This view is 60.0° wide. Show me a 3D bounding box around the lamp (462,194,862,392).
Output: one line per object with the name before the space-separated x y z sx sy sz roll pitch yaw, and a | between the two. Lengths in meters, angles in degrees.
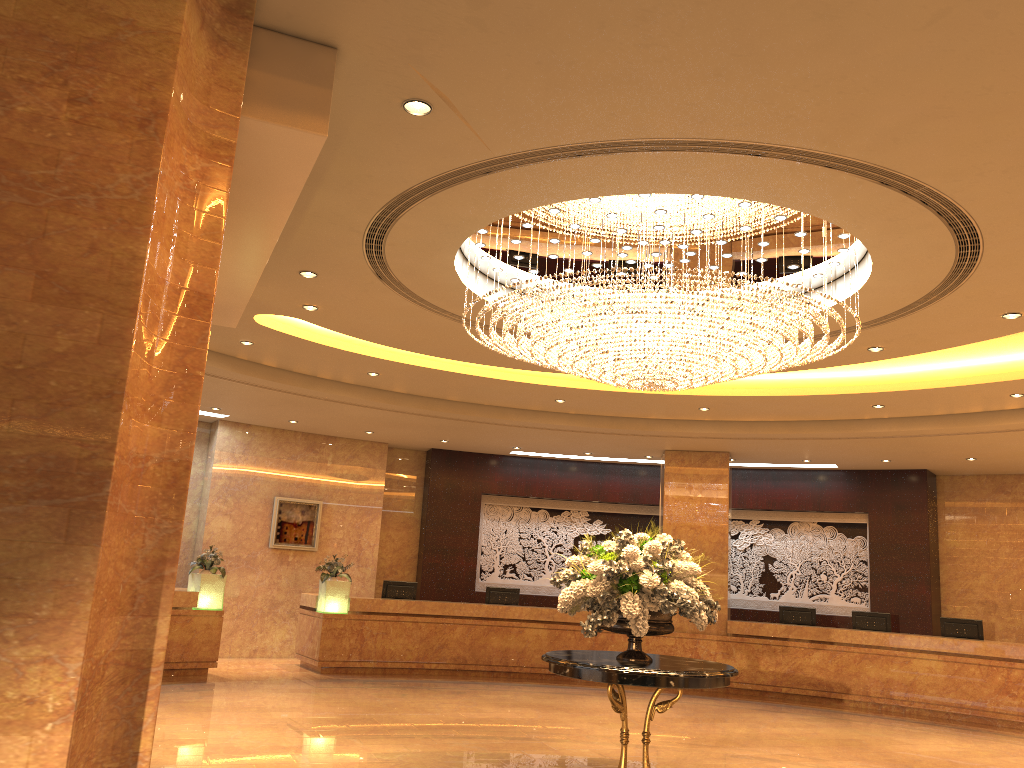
lamp | 1.194 -0.552 7.408 3.206 1.196 3.204 1 -13 14

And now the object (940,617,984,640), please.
object | 6.913 3.859 13.625 0.430 0.500 0.531 7 -13 -14

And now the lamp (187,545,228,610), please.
lamp | -4.478 2.814 12.960 0.570 0.923 0.580 9 -13 -25

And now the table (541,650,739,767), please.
table | 0.937 2.648 6.693 1.493 1.089 1.493 10 -14 -28

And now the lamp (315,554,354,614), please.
lamp | -2.849 3.175 14.148 0.577 0.925 0.542 8 -13 -20

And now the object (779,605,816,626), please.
object | 4.791 3.993 14.879 0.430 0.500 0.531 9 -13 -25

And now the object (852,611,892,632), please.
object | 5.824 3.948 14.363 0.430 0.500 0.531 8 -13 -19

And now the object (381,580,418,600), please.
object | -1.909 3.582 14.970 0.531 0.500 0.430 0 -13 14

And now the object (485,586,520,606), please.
object | -0.173 3.796 15.445 0.531 0.500 0.430 -3 -14 28

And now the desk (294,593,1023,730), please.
desk | 2.927 4.354 14.157 12.951 1.155 3.466 1 -12 12

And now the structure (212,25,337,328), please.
structure | -1.883 -1.118 6.154 0.425 0.483 4.113 9 -13 -22

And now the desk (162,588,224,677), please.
desk | -6.044 3.156 11.273 1.570 1.155 5.227 -4 -14 31

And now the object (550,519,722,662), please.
object | 0.973 1.633 6.933 1.277 0.999 1.318 2 -12 8

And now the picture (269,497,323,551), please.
picture | -3.854 2.504 15.857 0.875 0.890 0.068 11 -14 -30
